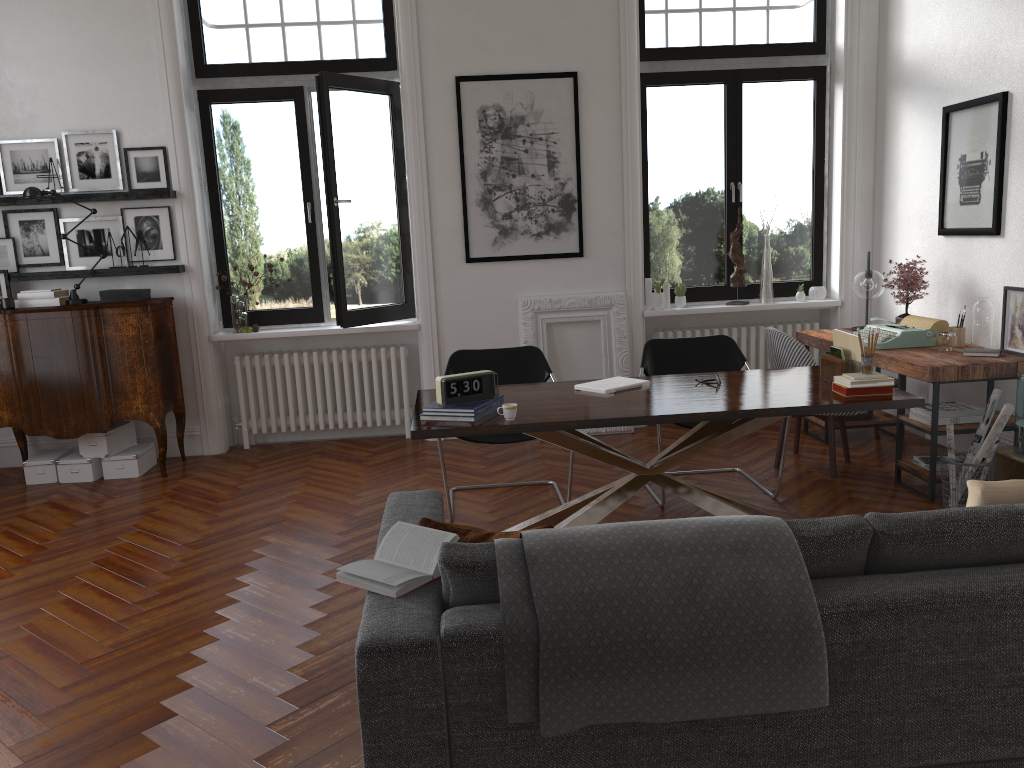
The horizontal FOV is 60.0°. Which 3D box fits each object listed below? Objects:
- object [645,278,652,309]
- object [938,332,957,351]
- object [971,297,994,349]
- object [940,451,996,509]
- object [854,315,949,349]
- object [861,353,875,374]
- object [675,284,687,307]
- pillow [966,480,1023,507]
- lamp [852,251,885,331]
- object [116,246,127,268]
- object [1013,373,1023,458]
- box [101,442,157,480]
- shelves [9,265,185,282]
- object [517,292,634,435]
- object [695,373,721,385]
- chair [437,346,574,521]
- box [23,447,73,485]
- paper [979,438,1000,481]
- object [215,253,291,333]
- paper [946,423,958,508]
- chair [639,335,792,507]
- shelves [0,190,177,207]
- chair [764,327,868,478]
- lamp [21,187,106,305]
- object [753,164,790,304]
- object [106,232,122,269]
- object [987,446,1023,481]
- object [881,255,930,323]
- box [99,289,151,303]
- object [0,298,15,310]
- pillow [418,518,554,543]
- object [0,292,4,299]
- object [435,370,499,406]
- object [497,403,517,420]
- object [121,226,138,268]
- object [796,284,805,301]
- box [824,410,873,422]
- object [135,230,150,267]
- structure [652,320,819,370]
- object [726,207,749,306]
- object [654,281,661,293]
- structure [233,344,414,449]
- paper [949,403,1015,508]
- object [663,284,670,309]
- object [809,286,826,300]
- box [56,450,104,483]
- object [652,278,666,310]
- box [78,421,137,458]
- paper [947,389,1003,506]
[{"bbox_3d":[1.065,-0.704,6.911,0.051,0.239,0.051,4,13,31],"label":"object"},{"bbox_3d":[2.534,-0.247,5.160,0.093,0.102,0.093,-5,11,-12],"label":"object"},{"bbox_3d":[2.687,-0.341,5.066,0.111,0.303,0.111,4,13,32],"label":"object"},{"bbox_3d":[2.373,0.531,4.630,0.260,0.306,0.260,-11,13,-38],"label":"object"},{"bbox_3d":[2.378,-0.337,5.559,0.484,0.149,0.533,-4,10,-5],"label":"object"},{"bbox_3d":[1.627,-0.093,4.058,0.058,0.091,0.058,-6,11,-16],"label":"object"},{"bbox_3d":[1.321,-0.695,6.938,0.097,0.186,0.098,1,11,19],"label":"object"},{"bbox_3d":[1.529,0.450,2.597,0.486,0.462,0.224,-4,11,-4],"label":"pillow"},{"bbox_3d":[2.451,-0.634,6.109,0.207,0.552,0.440,1,11,19],"label":"lamp"},{"bbox_3d":[-2.785,-0.904,6.315,0.066,0.161,0.040,-4,11,-4],"label":"object"},{"bbox_3d":[2.766,-0.624,4.171,0.353,2.066,0.805,-7,12,-22],"label":"object"},{"bbox_3d":[-2.727,0.554,6.331,0.245,0.177,0.393,-4,10,-4],"label":"box"},{"bbox_3d":[-3.126,-0.783,6.331,1.514,0.055,0.155,-3,10,-4],"label":"shelves"},{"bbox_3d":[0.485,-0.137,6.710,0.830,1.066,0.233,-4,11,-4],"label":"object"},{"bbox_3d":[1.009,-0.027,4.460,0.114,0.047,0.132,-11,13,-40],"label":"object"},{"bbox_3d":[-0.052,0.268,5.062,0.752,0.876,0.743,-4,10,-4],"label":"chair"},{"bbox_3d":[-3.279,0.587,6.296,0.209,0.177,0.393,-4,10,-9],"label":"box"},{"bbox_3d":[2.468,0.466,4.631,0.126,0.390,0.026,1,11,18],"label":"paper"},{"bbox_3d":[-1.926,-0.698,6.686,0.541,0.602,0.316,-9,13,-32],"label":"object"},{"bbox_3d":[2.286,0.437,4.604,0.073,0.480,0.033,4,13,32],"label":"paper"},{"bbox_3d":[1.120,0.197,5.137,0.752,0.876,0.743,-4,10,-4],"label":"chair"},{"bbox_3d":[-3.151,-1.299,6.231,1.514,0.055,0.157,-3,10,-4],"label":"shelves"},{"bbox_3d":[1.865,0.083,5.545,0.547,0.903,0.713,-5,11,-11],"label":"chair"},{"bbox_3d":[-3.069,-0.951,6.123,0.490,0.806,0.174,-11,14,-38],"label":"lamp"},{"bbox_3d":[2.013,-1.146,6.816,0.296,1.058,0.288,-3,11,-1],"label":"object"},{"bbox_3d":[-2.858,-0.953,6.328,0.124,0.261,0.040,-4,11,-4],"label":"object"},{"bbox_3d":[2.738,0.518,4.557,0.341,0.318,0.433,-4,10,-4],"label":"object"},{"bbox_3d":[2.608,-0.592,5.870,0.289,0.531,0.307,6,14,40],"label":"object"},{"bbox_3d":[-2.711,-0.622,6.225,0.282,0.087,0.208,-3,10,-4],"label":"box"},{"bbox_3d":[-3.355,-0.532,5.900,0.091,0.078,0.091,-9,12,-30],"label":"object"},{"bbox_3d":[-0.020,0.556,2.597,0.469,0.398,0.329,4,12,33],"label":"pillow"},{"bbox_3d":[-3.387,-0.566,5.907,0.046,0.140,0.010,-4,11,-7],"label":"object"},{"bbox_3d":[-0.198,0.018,3.959,0.275,0.126,0.081,-9,12,-30],"label":"object"},{"bbox_3d":[-0.017,0.121,3.830,0.082,0.065,0.064,0,11,17],"label":"object"},{"bbox_3d":[-2.731,-0.981,6.341,0.118,0.300,0.040,-4,11,-4],"label":"object"},{"bbox_3d":[2.257,-0.715,6.933,0.072,0.135,0.072,1,11,21],"label":"object"},{"bbox_3d":[2.343,0.196,6.299,0.317,0.083,0.295,-3,10,-4],"label":"box"},{"bbox_3d":[-2.663,-0.972,6.376,0.110,0.263,0.040,-4,11,-4],"label":"object"},{"bbox_3d":[1.801,-0.081,7.155,1.453,0.781,0.224,-3,11,-4],"label":"structure"},{"bbox_3d":[1.742,-0.986,6.852,0.165,0.756,0.142,6,14,38],"label":"object"},{"bbox_3d":[1.133,-0.693,6.898,0.051,0.214,0.051,4,13,31],"label":"object"},{"bbox_3d":[-1.458,0.116,6.948,1.453,0.781,0.224,-3,11,-4],"label":"structure"},{"bbox_3d":[2.371,0.377,4.487,0.047,0.612,0.329,-8,12,-23],"label":"paper"},{"bbox_3d":[1.201,-0.681,6.882,0.051,0.189,0.051,4,13,31],"label":"object"},{"bbox_3d":[2.423,-0.721,7.030,0.134,0.098,0.132,-10,12,-33],"label":"object"},{"bbox_3d":[-3.000,0.576,6.283,0.245,0.177,0.392,-3,10,1],"label":"box"},{"bbox_3d":[1.124,-0.693,6.810,0.102,0.245,0.098,-8,12,-26],"label":"object"},{"bbox_3d":[-2.866,0.390,6.289,0.209,0.177,0.392,-2,10,6],"label":"box"},{"bbox_3d":[2.439,0.342,4.674,0.294,0.628,0.047,-5,11,-11],"label":"paper"}]
